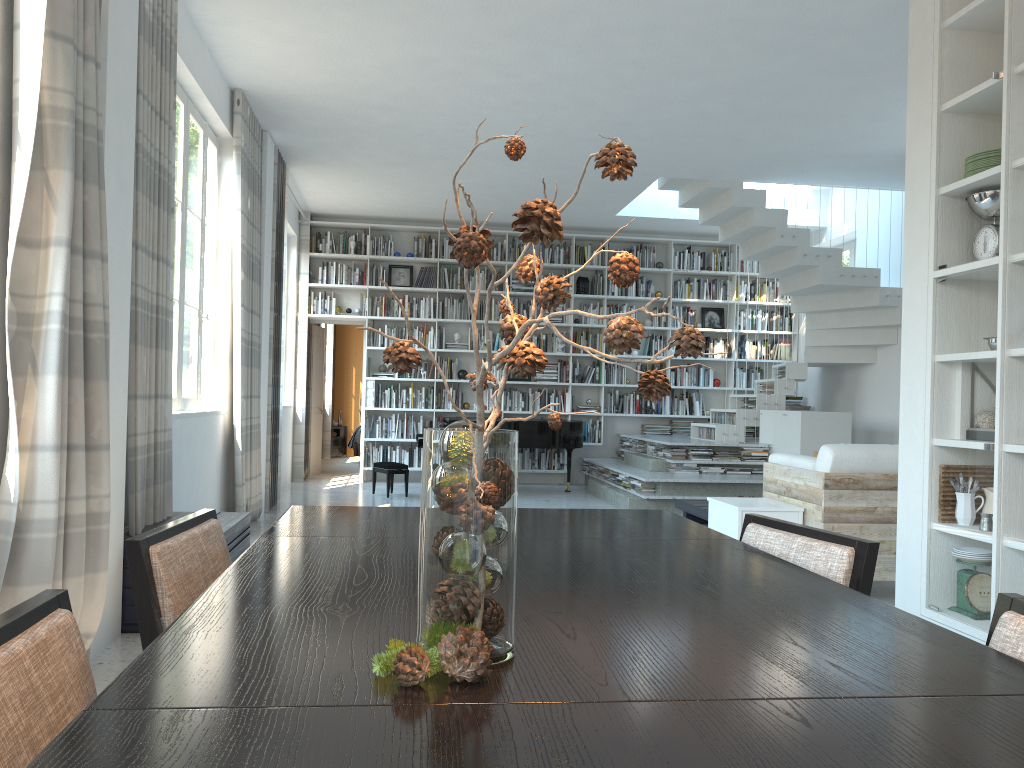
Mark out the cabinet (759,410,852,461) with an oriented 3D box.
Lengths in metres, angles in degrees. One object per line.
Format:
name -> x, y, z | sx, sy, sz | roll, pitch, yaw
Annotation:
cabinet -> 2.976, 0.612, 9.113 | 0.551, 0.668, 0.993 | 2, -1, -7

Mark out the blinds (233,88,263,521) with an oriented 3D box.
blinds -> -2.043, -0.522, 6.840 | 0.183, 3.261, 1.026 | 2, 0, -8

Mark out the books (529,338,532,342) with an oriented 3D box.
books -> 0.223, -0.524, 11.127 | 0.028, 0.267, 0.190 | 2, -1, -7

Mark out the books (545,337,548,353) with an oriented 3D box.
books -> 0.416, -0.485, 11.156 | 0.029, 0.200, 0.178 | 2, -1, -7

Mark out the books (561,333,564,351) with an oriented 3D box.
books -> 0.629, -0.508, 11.196 | 0.025, 0.259, 0.130 | 2, 0, -7

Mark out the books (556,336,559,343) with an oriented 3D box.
books -> 0.576, -0.512, 11.199 | 0.014, 0.263, 0.135 | 2, 0, -7

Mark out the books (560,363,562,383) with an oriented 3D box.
books -> 0.611, -0.140, 11.198 | 0.013, 0.256, 0.162 | 2, -1, -7

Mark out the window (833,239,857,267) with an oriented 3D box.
window -> 4.051, -1.101, 10.550 | 0.042, 1.226, 1.117 | 2, -1, -7

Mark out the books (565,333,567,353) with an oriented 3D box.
books -> 0.673, -0.510, 11.196 | 0.014, 0.266, 0.154 | 2, 0, -7

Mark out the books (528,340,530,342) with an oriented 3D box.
books -> 0.201, -0.533, 11.139 | 0.013, 0.283, 0.176 | 2, -1, -7

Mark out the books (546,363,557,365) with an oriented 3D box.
books -> 0.425, -0.252, 11.170 | 0.254, 0.012, 0.161 | 2, -1, -10

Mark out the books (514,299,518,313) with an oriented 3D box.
books -> 0.046, -0.911, 11.129 | 0.029, 0.295, 0.151 | 2, 0, -7

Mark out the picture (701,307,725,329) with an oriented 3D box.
picture -> 2.605, -0.841, 11.495 | 0.300, 0.300, 0.077 | 2, 0, -7

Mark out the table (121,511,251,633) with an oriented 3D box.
table -> -1.604, 0.875, 4.259 | 0.523, 0.415, 0.926 | 2, -1, -7

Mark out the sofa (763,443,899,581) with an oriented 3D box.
sofa -> 2.683, 0.779, 5.261 | 2.195, 0.854, 0.871 | 2, -1, -7

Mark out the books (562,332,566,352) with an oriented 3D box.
books -> 0.652, -0.517, 11.210 | 0.025, 0.279, 0.108 | 2, 0, -7

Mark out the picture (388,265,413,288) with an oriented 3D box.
picture -> -1.381, -1.327, 11.001 | 0.300, 0.300, 0.077 | 2, 0, -7

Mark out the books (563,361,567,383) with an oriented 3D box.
books -> 0.668, -0.150, 11.192 | 0.011, 0.279, 0.186 | 2, -1, -7

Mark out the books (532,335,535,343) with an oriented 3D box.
books -> 0.257, -0.497, 11.145 | 0.024, 0.216, 0.175 | 2, -1, -7

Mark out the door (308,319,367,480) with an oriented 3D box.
door -> -2.287, 0.202, 11.391 | 0.834, 1.981, 0.786 | 2, 0, -7

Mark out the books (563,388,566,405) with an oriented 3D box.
books -> 0.658, 0.206, 11.204 | 0.011, 0.300, 0.149 | 2, 0, -7

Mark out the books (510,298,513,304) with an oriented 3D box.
books -> -0.019, -0.914, 11.110 | 0.026, 0.297, 0.179 | 2, -1, -7

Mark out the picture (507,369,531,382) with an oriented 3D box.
picture -> 0.090, -0.179, 11.181 | 0.300, 0.300, 0.077 | 2, 0, -7

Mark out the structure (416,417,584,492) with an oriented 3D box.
structure -> -0.110, 0.808, 9.976 | 1.918, 0.833, 1.334 | 2, -1, -7

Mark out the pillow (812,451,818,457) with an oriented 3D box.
pillow -> 1.867, 0.560, 5.170 | 0.200, 0.339, 0.462 | 2, -1, -13

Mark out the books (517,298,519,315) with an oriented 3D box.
books -> 0.066, -0.913, 11.123 | 0.011, 0.300, 0.179 | 2, -1, -7

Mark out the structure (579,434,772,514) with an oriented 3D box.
structure -> 2.362, 0.967, 9.975 | 2.899, 0.659, 3.113 | 2, -1, -7

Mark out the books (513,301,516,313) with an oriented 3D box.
books -> 0.021, -0.898, 11.108 | 0.025, 0.266, 0.185 | 2, -1, -7

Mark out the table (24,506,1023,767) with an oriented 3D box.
table -> 0.045, 0.708, 1.464 | 1.086, 0.736, 2.199 | 2, -1, -7

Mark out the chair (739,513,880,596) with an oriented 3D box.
chair -> 0.386, 0.701, 1.897 | 0.570, 0.782, 0.480 | 2, -1, -17

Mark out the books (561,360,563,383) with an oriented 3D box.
books -> 0.623, -0.155, 11.199 | 0.011, 0.288, 0.152 | 2, 0, -7

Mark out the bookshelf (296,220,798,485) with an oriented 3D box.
bookshelf -> 0.511, -0.292, 11.119 | 6.297, 3.142, 0.330 | 2, 0, -7

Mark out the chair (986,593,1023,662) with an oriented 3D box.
chair -> 0.457, 0.688, 1.070 | 0.570, 0.782, 0.480 | 2, -1, -2

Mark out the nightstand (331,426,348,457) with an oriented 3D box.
nightstand -> -3.116, 0.968, 14.987 | 0.650, 0.518, 0.430 | 2, -1, -4

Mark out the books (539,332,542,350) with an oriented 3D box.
books -> 0.356, -0.516, 11.161 | 0.014, 0.258, 0.161 | 2, -1, -7

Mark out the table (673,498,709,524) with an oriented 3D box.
table -> 2.126, 1.125, 7.271 | 1.270, 0.218, 1.257 | 2, -1, -7

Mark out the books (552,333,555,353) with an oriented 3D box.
books -> 0.524, -0.511, 11.186 | 0.024, 0.259, 0.126 | 2, 0, -7

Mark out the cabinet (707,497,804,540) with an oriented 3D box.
cabinet -> 1.388, 0.926, 5.121 | 0.380, 0.487, 0.502 | 2, -1, -7

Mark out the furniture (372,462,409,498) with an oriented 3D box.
furniture -> -1.280, 0.997, 9.319 | 0.240, 0.353, 0.467 | 2, -1, -32

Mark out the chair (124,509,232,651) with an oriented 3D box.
chair -> -0.419, 0.678, 1.797 | 0.570, 0.782, 0.480 | 2, -1, -2

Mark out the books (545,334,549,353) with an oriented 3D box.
books -> 0.438, -0.507, 11.148 | 0.012, 0.245, 0.186 | 2, -1, -7

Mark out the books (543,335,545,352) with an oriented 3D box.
books -> 0.388, -0.498, 11.150 | 0.029, 0.224, 0.185 | 2, -1, -7

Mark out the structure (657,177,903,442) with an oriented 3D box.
structure -> 2.589, -0.729, 9.622 | 2.613, 3.382, 1.954 | 2, 0, -7

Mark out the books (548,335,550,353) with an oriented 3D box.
books -> 0.452, -0.498, 11.186 | 0.025, 0.230, 0.143 | 2, -1, -7

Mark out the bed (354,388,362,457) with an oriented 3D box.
bed -> -1.611, 0.674, 14.295 | 1.770, 1.180, 2.174 | 2, -1, -7

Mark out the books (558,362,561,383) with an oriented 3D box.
books -> 0.590, -0.143, 11.184 | 0.011, 0.260, 0.184 | 2, -1, -7

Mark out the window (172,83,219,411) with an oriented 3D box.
window -> -18.615, -8.467, 12.945 | 32.804, 18.538, 18.532 | 2, -1, -3

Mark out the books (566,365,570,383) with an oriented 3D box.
books -> 0.691, -0.124, 11.184 | 0.034, 0.229, 0.199 | 2, -1, -7

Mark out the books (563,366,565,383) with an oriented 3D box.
books -> 0.650, -0.119, 11.207 | 0.021, 0.217, 0.132 | 2, -1, -7

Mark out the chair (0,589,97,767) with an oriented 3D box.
chair -> -0.314, 0.666, 0.978 | 0.570, 0.782, 0.480 | 2, -1, -7

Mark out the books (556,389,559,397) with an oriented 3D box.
books -> 0.568, 0.212, 11.202 | 0.010, 0.284, 0.132 | 2, 0, -7

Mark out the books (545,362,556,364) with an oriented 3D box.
books -> 0.426, -0.264, 11.168 | 0.254, 0.012, 0.161 | 2, -1, -3

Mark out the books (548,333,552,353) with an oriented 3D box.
books -> 0.479, -0.512, 11.171 | 0.025, 0.258, 0.150 | 2, 0, -7

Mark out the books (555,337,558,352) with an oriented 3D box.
books -> 0.552, -0.481, 11.187 | 0.035, 0.201, 0.149 | 2, -1, -7

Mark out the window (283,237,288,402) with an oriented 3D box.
window -> -2.538, -0.762, 9.482 | 0.073, 2.009, 1.983 | 2, -1, -7

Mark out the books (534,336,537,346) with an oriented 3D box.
books -> 0.284, -0.496, 11.150 | 0.030, 0.215, 0.168 | 2, -1, -7

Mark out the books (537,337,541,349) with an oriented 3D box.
books -> 0.322, -0.487, 11.167 | 0.050, 0.199, 0.145 | 2, -1, -7

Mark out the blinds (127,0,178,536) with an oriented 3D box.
blinds -> -1.702, -0.561, 4.179 | 0.132, 3.261, 0.722 | 2, 0, -8

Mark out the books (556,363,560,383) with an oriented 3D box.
books -> 0.577, -0.140, 11.185 | 0.012, 0.254, 0.161 | 2, -1, -7
